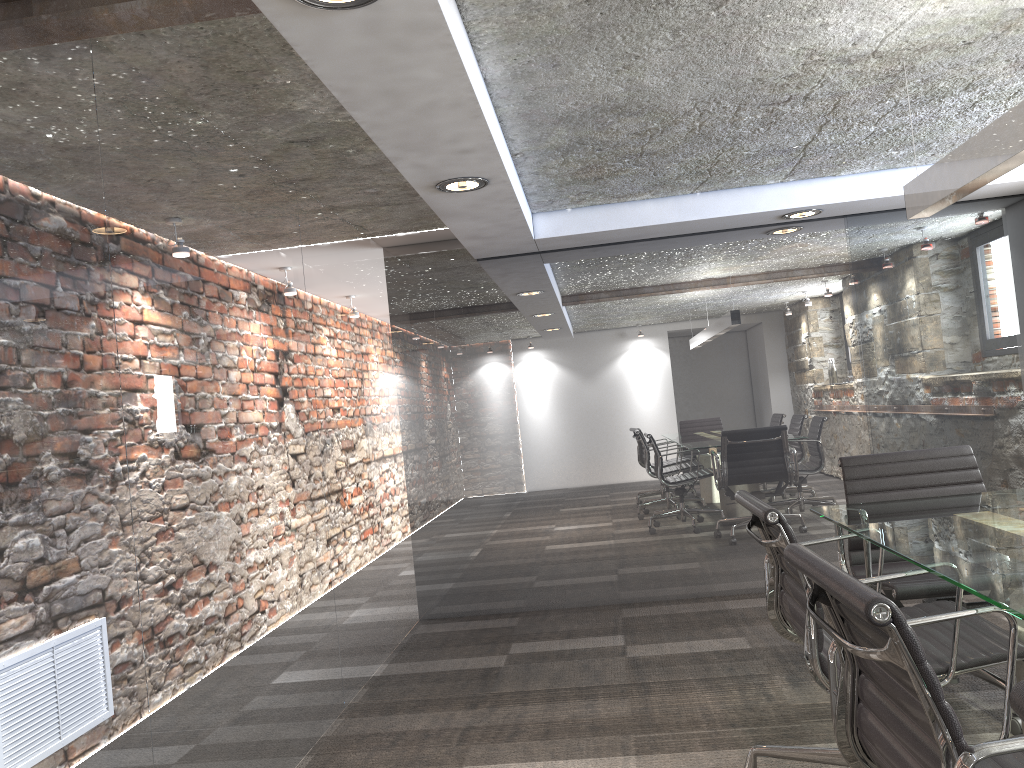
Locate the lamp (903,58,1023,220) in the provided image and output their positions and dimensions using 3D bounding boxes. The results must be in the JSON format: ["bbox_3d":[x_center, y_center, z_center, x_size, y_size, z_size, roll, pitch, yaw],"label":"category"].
[{"bbox_3d":[1.164,-0.845,1.377,0.073,0.524,3.159,-6,-2,6],"label":"lamp"}]

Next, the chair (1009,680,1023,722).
[{"bbox_3d":[0.728,0.651,0.506,0.667,0.837,0.693,-6,-2,4],"label":"chair"}]

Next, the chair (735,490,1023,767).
[{"bbox_3d":[0.948,0.687,2.279,0.667,0.837,0.693,-6,-2,-3],"label":"chair"}]

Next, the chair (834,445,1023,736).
[{"bbox_3d":[1.467,0.657,2.990,0.693,0.837,0.667,-6,-2,-4],"label":"chair"}]

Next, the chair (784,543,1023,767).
[{"bbox_3d":[0.808,0.670,1.349,0.667,0.837,0.693,-6,-2,-5],"label":"chair"}]

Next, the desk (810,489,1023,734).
[{"bbox_3d":[1.316,0.682,1.326,0.909,0.711,3.154,-6,-2,6],"label":"desk"}]
